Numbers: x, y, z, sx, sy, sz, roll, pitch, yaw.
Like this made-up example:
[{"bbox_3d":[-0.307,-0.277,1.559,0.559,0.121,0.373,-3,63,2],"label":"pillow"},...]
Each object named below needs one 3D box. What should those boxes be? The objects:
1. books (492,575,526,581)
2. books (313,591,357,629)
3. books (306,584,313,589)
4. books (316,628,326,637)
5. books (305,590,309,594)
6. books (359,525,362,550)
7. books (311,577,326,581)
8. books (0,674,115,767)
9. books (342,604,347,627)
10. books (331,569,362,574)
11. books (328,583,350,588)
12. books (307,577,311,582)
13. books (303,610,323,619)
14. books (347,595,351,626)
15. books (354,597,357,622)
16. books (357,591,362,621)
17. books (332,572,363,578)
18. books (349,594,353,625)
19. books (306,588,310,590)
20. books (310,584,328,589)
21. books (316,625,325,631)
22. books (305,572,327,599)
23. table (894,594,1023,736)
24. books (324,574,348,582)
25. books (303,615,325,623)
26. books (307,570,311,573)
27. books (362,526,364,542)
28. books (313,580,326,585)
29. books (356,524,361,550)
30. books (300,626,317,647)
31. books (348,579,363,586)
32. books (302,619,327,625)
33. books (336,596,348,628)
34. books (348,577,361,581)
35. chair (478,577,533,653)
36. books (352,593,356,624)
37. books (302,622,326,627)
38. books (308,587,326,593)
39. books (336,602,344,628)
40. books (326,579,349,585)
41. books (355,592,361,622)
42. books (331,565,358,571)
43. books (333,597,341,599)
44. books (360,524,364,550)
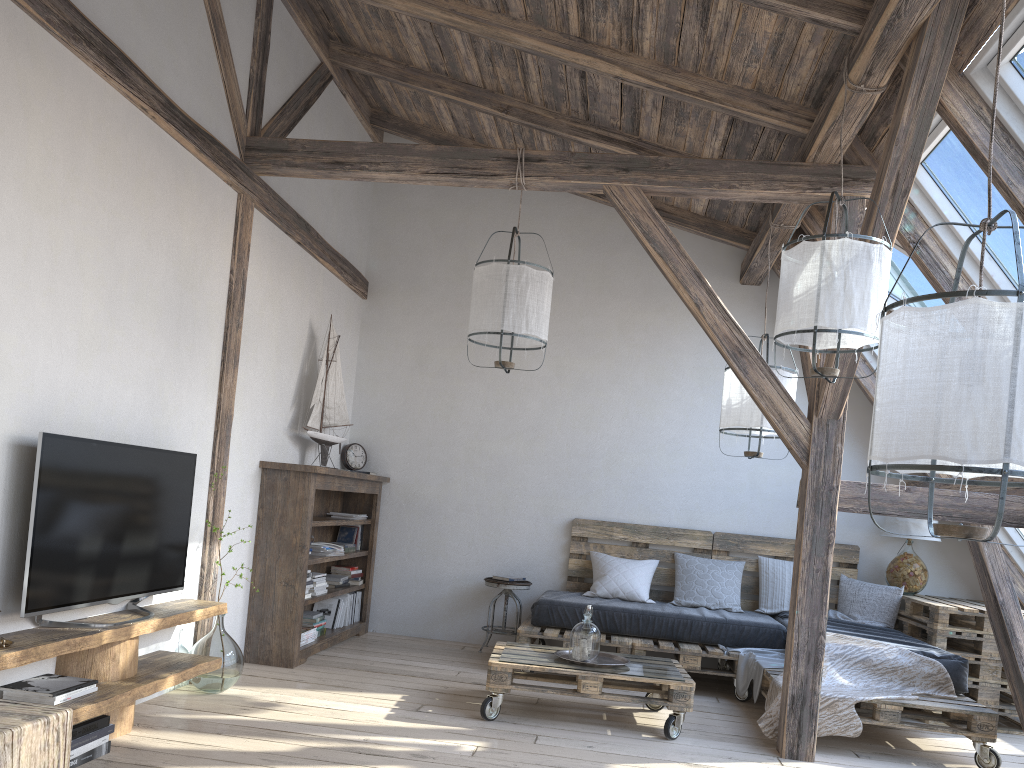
[{"bbox_3d":[-0.021,1.389,6.293,0.149,0.021,0.207,0,-9,36],"label":"books"},{"bbox_3d":[-1.258,1.582,6.230,0.201,0.247,0.415,5,-6,8],"label":"books"},{"bbox_3d":[-1.318,1.216,5.299,0.157,0.017,0.222,4,-8,12],"label":"books"},{"bbox_3d":[-1.325,1.606,5.708,0.173,0.038,0.225,5,-8,7],"label":"books"},{"bbox_3d":[-1.341,1.252,5.306,0.157,0.021,0.221,5,-8,7],"label":"books"},{"bbox_3d":[-1.186,1.130,6.518,0.139,0.184,0.020,5,-1,7],"label":"books"},{"bbox_3d":[-1.311,1.242,5.635,0.157,0.017,0.222,4,-8,12],"label":"books"},{"bbox_3d":[-1.633,1.201,3.112,0.290,0.263,0.363,5,-5,7],"label":"books"},{"bbox_3d":[-1.240,1.608,6.184,0.139,0.182,0.065,5,-1,7],"label":"books"},{"bbox_3d":[-1.205,1.362,6.406,0.157,0.021,0.221,4,-8,11],"label":"books"},{"bbox_3d":[-1.250,1.401,6.146,0.151,0.024,0.230,3,-8,16],"label":"books"},{"bbox_3d":[-1.319,1.177,5.310,0.157,0.021,0.221,5,-8,2],"label":"books"},{"bbox_3d":[-1.323,1.500,5.727,0.132,0.021,0.201,5,-8,6],"label":"books"},{"bbox_3d":[-1.230,1.600,6.246,0.157,0.219,0.017,5,-1,7],"label":"books"},{"bbox_3d":[-1.210,1.645,6.440,0.139,0.184,0.018,5,-1,7],"label":"books"},{"bbox_3d":[-1.199,1.639,6.511,0.157,0.219,0.036,5,-1,7],"label":"books"},{"bbox_3d":[-1.201,1.387,6.413,0.161,0.026,0.205,3,-8,15],"label":"books"},{"bbox_3d":[-1.228,1.610,6.318,0.157,0.218,0.021,5,-1,7],"label":"books"},{"bbox_3d":[-1.334,1.234,5.311,0.157,0.017,0.221,4,-8,7],"label":"books"},{"bbox_3d":[-1.293,1.290,5.630,0.157,0.017,0.222,4,-8,12],"label":"books"},{"bbox_3d":[-1.321,1.577,5.710,0.157,0.021,0.226,5,-8,3],"label":"books"},{"bbox_3d":[-1.324,1.236,5.471,0.206,0.150,0.554,5,-7,7],"label":"books"},{"bbox_3d":[2.863,1.758,5.653,0.674,0.697,1.026,5,-5,7],"label":"table"},{"bbox_3d":[-1.246,1.357,6.156,0.152,0.024,0.230,5,-8,3],"label":"books"},{"bbox_3d":[-1.330,1.521,5.721,0.174,0.025,0.223,5,-8,2],"label":"books"},{"bbox_3d":[-1.311,1.129,5.302,0.139,0.018,0.186,4,-8,7],"label":"books"},{"bbox_3d":[-1.180,1.137,6.566,0.139,0.184,0.020,5,-1,7],"label":"books"},{"bbox_3d":[-1.286,1.260,5.624,0.139,0.018,0.186,4,-8,7],"label":"books"},{"bbox_3d":[-1.187,1.120,6.498,0.135,0.200,0.021,5,-1,7],"label":"books"},{"bbox_3d":[-1.350,1.534,5.371,0.237,0.087,0.320,5,-7,7],"label":"books"},{"bbox_3d":[-1.205,1.436,6.408,0.219,0.030,0.163,5,-7,0],"label":"books"},{"bbox_3d":[-1.330,1.540,5.721,0.173,0.013,0.232,4,-8,10],"label":"books"},{"bbox_3d":[-1.247,1.588,6.150,0.157,0.211,0.091,5,-2,7],"label":"books"},{"bbox_3d":[-1.209,1.409,6.402,0.205,0.021,0.151,6,-8,-4],"label":"books"},{"bbox_3d":[-0.051,1.660,6.312,0.353,0.518,0.356,5,-3,11],"label":"chair"},{"bbox_3d":[-1.217,1.616,6.357,0.157,0.219,0.017,5,-1,7],"label":"books"},{"bbox_3d":[-1.319,1.557,5.711,0.157,0.021,0.227,4,-8,8],"label":"books"},{"bbox_3d":[-1.297,1.304,5.613,0.157,0.017,0.221,4,-8,7],"label":"books"},{"bbox_3d":[-1.254,1.600,6.116,0.139,0.174,0.095,5,-2,7],"label":"books"},{"bbox_3d":[-1.249,1.379,6.154,0.159,0.023,0.213,4,-8,7],"label":"books"},{"bbox_3d":[-1.204,1.635,6.483,0.157,0.218,0.021,5,-1,7],"label":"books"},{"bbox_3d":[-1.221,1.342,6.425,0.142,0.019,0.204,4,-8,7],"label":"books"},{"bbox_3d":[-1.286,1.581,6.108,0.157,0.205,0.108,5,-2,7],"label":"books"},{"bbox_3d":[-1.174,1.127,6.537,0.136,0.200,0.021,5,-1,7],"label":"books"}]
